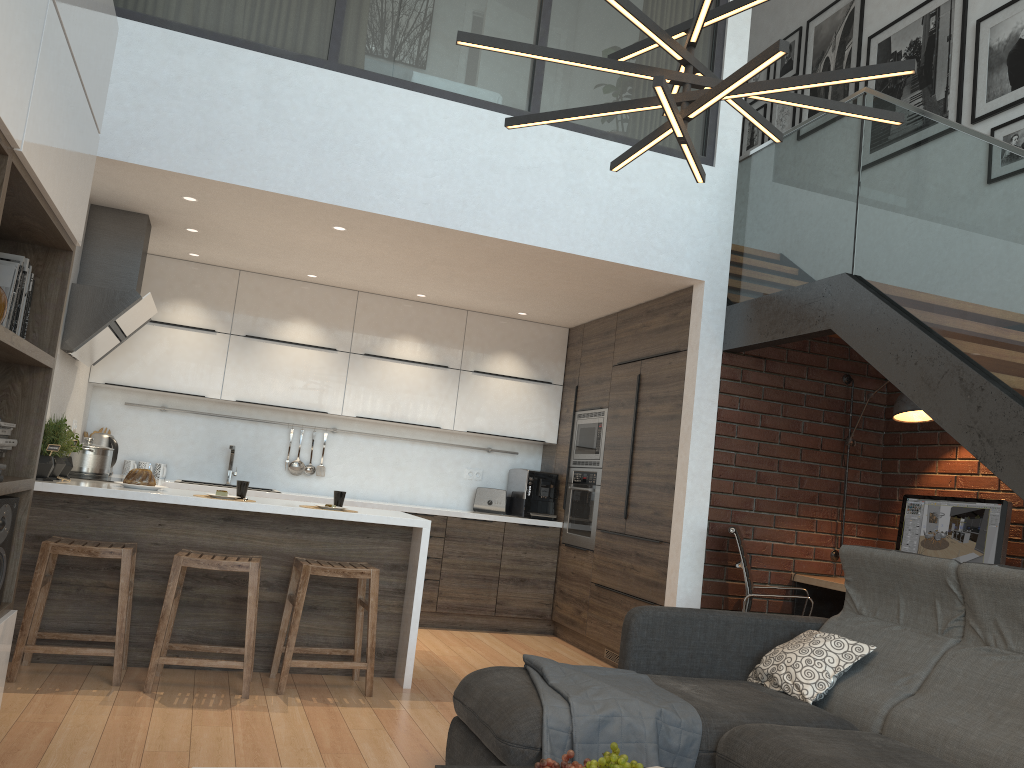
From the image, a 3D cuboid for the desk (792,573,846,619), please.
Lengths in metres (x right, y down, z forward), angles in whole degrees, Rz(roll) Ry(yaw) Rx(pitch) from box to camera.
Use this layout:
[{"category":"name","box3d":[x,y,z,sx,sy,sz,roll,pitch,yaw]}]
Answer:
[{"category":"desk","box3d":[2.251,1.458,4.296,0.610,0.750,2.182,9,-7,-18]}]

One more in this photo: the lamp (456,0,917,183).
[{"category":"lamp","box3d":[0.638,-2.420,2.477,1.200,3.645,0.831,7,-7,-8]}]

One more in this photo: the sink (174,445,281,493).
[{"category":"sink","box3d":[-2.007,0.693,6.281,0.706,0.518,0.512,9,-7,-18]}]

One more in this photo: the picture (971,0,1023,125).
[{"category":"picture","box3d":[2.912,-1.891,4.807,0.025,0.654,0.990,9,-7,-18]}]

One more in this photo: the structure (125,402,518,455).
[{"category":"structure","box3d":[-1.364,0.357,6.819,3.000,0.045,0.050,9,-7,-18]}]

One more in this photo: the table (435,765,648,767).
[{"category":"table","box3d":[0.227,1.154,2.020,0.700,0.323,0.700,9,-7,-18]}]

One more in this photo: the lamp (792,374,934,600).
[{"category":"lamp","box3d":[2.181,0.895,4.978,0.462,2.003,1.054,11,-8,-34]}]

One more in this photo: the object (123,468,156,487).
[{"category":"object","box3d":[-1.896,0.482,4.524,0.155,0.101,0.161,9,-7,-22]}]

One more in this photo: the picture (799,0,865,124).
[{"category":"picture","box3d":[2.387,-2.399,6.639,0.025,0.990,0.654,9,-7,-18]}]

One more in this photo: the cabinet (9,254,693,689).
[{"category":"cabinet","box3d":[-0.982,0.420,5.704,3.495,2.401,2.401,9,-7,-18]}]

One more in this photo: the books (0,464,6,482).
[{"category":"books","box3d":[-1.490,0.218,2.288,0.250,0.047,0.310,8,-7,-13]}]

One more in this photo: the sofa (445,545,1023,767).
[{"category":"sofa","box3d":[0.964,0.935,2.130,2.108,0.995,3.169,9,-7,-18]}]

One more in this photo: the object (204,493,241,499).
[{"category":"object","box3d":[-1.447,0.564,4.434,0.176,0.014,0.176,10,-8,-28]}]

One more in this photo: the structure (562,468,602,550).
[{"category":"structure","box3d":[0.701,0.929,6.535,0.495,0.570,0.595,9,-7,-18]}]

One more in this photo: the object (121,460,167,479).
[{"category":"object","box3d":[-2.620,0.609,6.329,0.297,0.105,0.112,8,-7,-16]}]

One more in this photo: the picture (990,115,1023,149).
[{"category":"picture","box3d":[2.804,-1.316,4.880,0.025,0.333,0.410,9,-7,-18]}]

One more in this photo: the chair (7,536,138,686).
[{"category":"chair","box3d":[-1.972,1.026,4.061,0.450,0.600,0.350,9,-7,-18]}]

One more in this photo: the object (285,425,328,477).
[{"category":"object","box3d":[-1.560,0.508,6.732,0.320,0.389,0.069,9,-7,-17]}]

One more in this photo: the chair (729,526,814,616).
[{"category":"chair","box3d":[1.457,1.306,4.826,0.700,0.991,0.651,5,-7,16]}]

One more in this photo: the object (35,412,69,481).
[{"category":"object","box3d":[-2.219,0.275,4.229,0.186,0.367,0.196,9,-7,-18]}]

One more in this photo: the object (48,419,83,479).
[{"category":"object","box3d":[-2.347,0.334,4.618,0.179,0.311,0.172,7,-7,-7]}]

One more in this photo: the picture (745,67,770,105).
[{"category":"picture","box3d":[2.107,-2.611,7.598,0.025,0.410,0.333,9,-7,-18]}]

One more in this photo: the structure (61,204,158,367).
[{"category":"structure","box3d":[-2.311,-0.603,5.230,0.407,0.998,0.898,9,-7,-18]}]

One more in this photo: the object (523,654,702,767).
[{"category":"object","box3d":[0.299,1.163,2.961,0.548,0.369,0.685,8,-7,-10]}]

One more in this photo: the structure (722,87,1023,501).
[{"category":"structure","box3d":[2.231,0.294,4.091,1.289,3.460,5.660,9,-7,-18]}]

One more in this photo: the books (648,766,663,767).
[{"category":"books","box3d":[0.402,1.026,2.256,0.199,0.025,0.294,12,-9,-39]}]

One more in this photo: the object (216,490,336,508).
[{"category":"object","box3d":[-1.190,0.585,4.491,0.597,0.039,0.064,9,-7,-22]}]

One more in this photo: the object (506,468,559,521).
[{"category":"object","box3d":[0.169,0.872,7.035,0.274,0.378,0.532,9,-7,-18]}]

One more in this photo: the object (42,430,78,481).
[{"category":"object","box3d":[-2.292,0.333,4.430,0.221,0.283,0.211,7,-7,-5]}]

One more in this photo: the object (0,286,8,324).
[{"category":"object","box3d":[-1.469,-0.221,2.452,0.130,0.171,0.130,4,-7,21]}]

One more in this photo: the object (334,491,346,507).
[{"category":"object","box3d":[-0.915,0.614,4.690,0.066,0.093,0.066,0,-9,45]}]

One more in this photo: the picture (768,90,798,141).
[{"category":"picture","box3d":[2.185,-2.161,7.153,0.025,0.410,0.333,9,-7,-18]}]

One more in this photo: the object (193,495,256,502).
[{"category":"object","box3d":[-1.448,0.576,4.473,0.305,0.002,0.305,1,-9,41]}]

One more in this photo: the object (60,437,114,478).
[{"category":"object","box3d":[-2.507,0.426,5.221,0.288,0.223,0.315,4,-7,23]}]

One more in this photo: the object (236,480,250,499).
[{"category":"object","box3d":[-1.390,0.546,4.566,0.066,0.093,0.066,4,-7,17]}]

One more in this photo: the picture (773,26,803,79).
[{"category":"picture","box3d":[2.239,-2.640,7.209,0.025,0.410,0.333,9,-7,-18]}]

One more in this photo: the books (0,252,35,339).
[{"category":"books","box3d":[-1.603,-0.265,2.692,0.201,0.287,0.332,9,-7,-18]}]

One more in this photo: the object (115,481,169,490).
[{"category":"object","box3d":[-1.887,0.521,4.512,0.261,0.021,0.261,9,-7,-24]}]

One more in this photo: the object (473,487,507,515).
[{"category":"object","box3d":[-0.170,0.929,7.073,0.260,0.195,0.177,6,-7,2]}]

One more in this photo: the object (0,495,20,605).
[{"category":"object","box3d":[-1.658,0.494,2.647,0.244,0.331,0.214,7,-7,-8]}]

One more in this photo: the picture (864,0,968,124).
[{"category":"picture","box3d":[2.604,-1.988,5.788,0.025,0.990,0.871,9,-7,-18]}]

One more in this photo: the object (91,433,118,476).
[{"category":"object","box3d":[-2.666,0.452,5.748,0.179,0.270,0.220,10,-8,-31]}]

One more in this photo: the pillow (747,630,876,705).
[{"category":"pillow","box3d":[1.503,0.972,2.424,0.386,0.364,2.734,8,-7,-14]}]

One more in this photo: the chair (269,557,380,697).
[{"category":"chair","box3d":[-0.906,1.184,4.366,0.450,0.600,0.350,9,-7,-20]}]

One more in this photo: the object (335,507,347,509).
[{"category":"object","box3d":[-0.904,0.632,4.521,0.126,0.012,0.025,6,-7,1]}]

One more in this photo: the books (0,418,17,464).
[{"category":"books","box3d":[-1.627,0.177,2.623,0.224,0.176,0.374,9,-7,-19]}]

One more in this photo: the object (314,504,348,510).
[{"category":"object","box3d":[-0.934,0.637,4.566,0.176,0.014,0.176,8,-7,-14]}]

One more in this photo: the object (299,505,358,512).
[{"category":"object","box3d":[-0.951,0.648,4.604,0.304,0.002,0.304,5,-7,14]}]

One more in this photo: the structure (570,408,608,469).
[{"category":"structure","box3d":[0.775,0.438,6.599,0.459,0.430,0.595,9,-7,-18]}]

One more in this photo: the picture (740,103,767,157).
[{"category":"picture","box3d":[2.052,-2.129,7.541,0.025,0.410,0.333,9,-7,-18]}]

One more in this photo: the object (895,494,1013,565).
[{"category":"object","box3d":[2.256,0.861,4.745,0.431,0.535,0.716,9,-7,-18]}]

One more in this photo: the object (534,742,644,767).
[{"category":"object","box3d":[0.177,0.901,2.029,0.256,0.173,0.279,9,-7,-21]}]

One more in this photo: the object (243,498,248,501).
[{"category":"object","box3d":[-1.339,0.580,4.453,0.025,0.011,0.126,8,-7,-14]}]

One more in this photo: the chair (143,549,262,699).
[{"category":"chair","box3d":[-1.401,1.098,4.120,0.450,0.600,0.350,8,-7,-13]}]

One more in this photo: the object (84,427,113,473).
[{"category":"object","box3d":[-2.866,0.451,6.130,0.221,0.316,0.330,9,-7,-18]}]

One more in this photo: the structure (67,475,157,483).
[{"category":"structure","box3d":[-2.357,0.547,5.119,0.550,0.006,0.609,9,-7,-18]}]

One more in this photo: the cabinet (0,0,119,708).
[{"category":"cabinet","box3d":[-1.004,-0.187,0.969,0.338,2.494,4.036,9,-7,-18]}]
